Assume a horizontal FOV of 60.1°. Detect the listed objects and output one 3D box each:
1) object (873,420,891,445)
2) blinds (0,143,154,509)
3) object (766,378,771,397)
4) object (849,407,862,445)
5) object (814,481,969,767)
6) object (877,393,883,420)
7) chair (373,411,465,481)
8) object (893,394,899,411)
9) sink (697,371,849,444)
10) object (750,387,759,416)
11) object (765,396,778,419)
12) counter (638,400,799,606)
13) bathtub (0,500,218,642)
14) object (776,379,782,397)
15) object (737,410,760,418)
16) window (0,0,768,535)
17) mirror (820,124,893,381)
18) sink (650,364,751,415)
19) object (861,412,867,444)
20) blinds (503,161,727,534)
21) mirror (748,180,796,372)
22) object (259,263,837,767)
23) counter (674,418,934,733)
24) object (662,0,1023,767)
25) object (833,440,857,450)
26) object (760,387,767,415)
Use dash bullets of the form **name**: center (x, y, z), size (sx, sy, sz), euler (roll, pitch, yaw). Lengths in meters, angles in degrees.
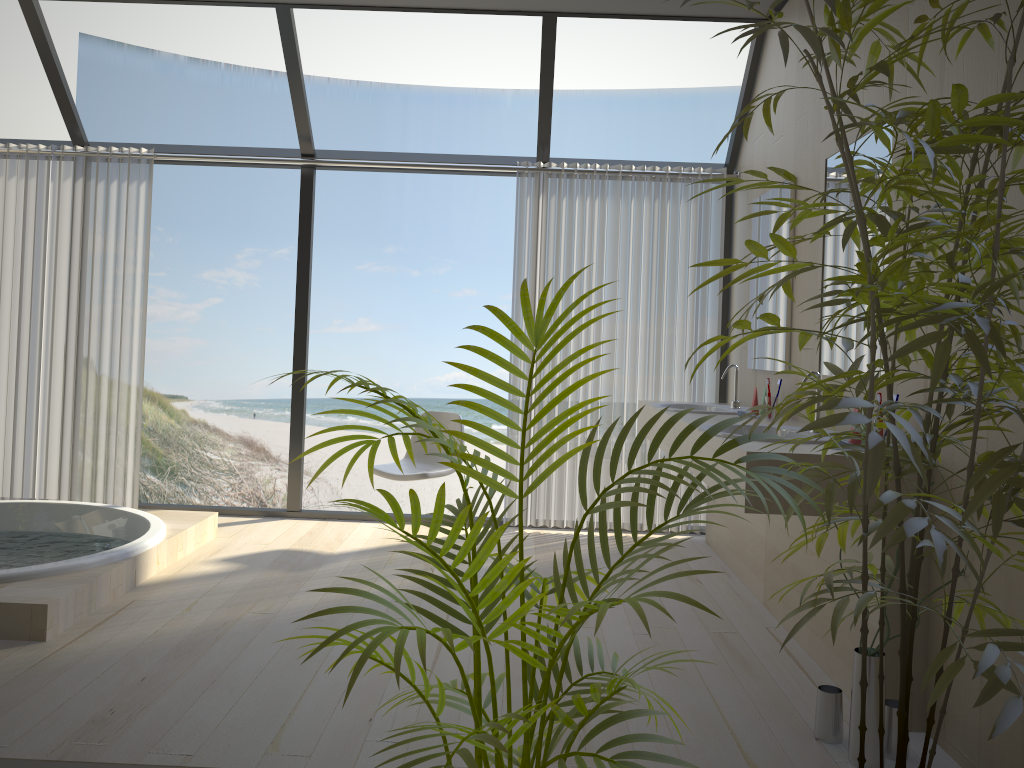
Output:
- **object**: center (1.113, 0.157, 2.660), size (0.058, 0.100, 0.058), euler (2, 0, 11)
- **blinds**: center (-2.670, -0.339, 5.084), size (1.183, 2.072, 0.084), euler (2, -1, 1)
- **object**: center (1.114, 0.063, 3.844), size (0.012, 0.178, 0.050), euler (1, -1, 40)
- **object**: center (1.068, 0.134, 2.750), size (0.039, 0.135, 0.039), euler (2, -1, 42)
- **object**: center (1.042, 0.626, 2.380), size (0.406, 0.749, 0.274), euler (2, -1, -11)
- **object**: center (1.096, 0.115, 2.638), size (0.012, 0.178, 0.050), euler (1, -1, 40)
- **chair**: center (-0.481, 0.329, 4.689), size (0.369, 0.347, 0.454), euler (3, 1, 29)
- **object**: center (1.129, 0.117, 2.653), size (0.054, 0.175, 0.012), euler (2, -1, 26)
- **sink**: center (0.907, 0.158, 3.093), size (0.504, 0.419, 0.574), euler (2, 1, 4)
- **object**: center (1.086, 0.082, 3.956), size (0.039, 0.135, 0.039), euler (3, -1, -41)
- **object**: center (1.132, 0.105, 3.866), size (0.058, 0.100, 0.058), euler (2, 0, 8)
- **counter**: center (0.957, 0.521, 4.325), size (0.550, 0.791, 1.206), euler (2, 1, 1)
- **bathtub**: center (-2.456, 0.739, 3.804), size (1.821, 0.699, 1.648), euler (2, 2, 1)
- **object**: center (1.147, 0.065, 3.859), size (0.054, 0.175, 0.012), euler (2, -1, 26)
- **object**: center (1.039, 0.132, 3.888), size (0.104, 0.029, 0.032), euler (4, 2, 41)
- **window**: center (-1.025, -0.609, 4.870), size (4.560, 2.816, 0.744), euler (2, -1, 1)
- **mirror**: center (1.251, -0.455, 3.218), size (0.023, 0.869, 0.653), euler (2, 0, 1)
- **sink**: center (0.925, 0.106, 4.299), size (0.504, 0.419, 0.574), euler (2, 1, 4)
- **object**: center (1.136, 0.132, 2.841), size (0.039, 0.135, 0.039), euler (2, -1, 42)
- **blinds**: center (0.582, -0.213, 5.032), size (1.183, 2.072, 0.084), euler (2, -1, 1)
- **mirror**: center (1.240, -0.501, 4.254), size (0.023, 0.869, 0.653), euler (2, 0, 1)
- **object**: center (-0.050, 0.405, 1.425), size (0.917, 1.158, 0.750), euler (2, 0, 34)
- **counter**: center (0.939, 0.573, 3.120), size (0.550, 0.791, 1.206), euler (2, 1, 1)
- **object**: center (0.709, 0.145, 1.459), size (0.787, 1.758, 0.934), euler (2, 0, 26)
- **object**: center (1.021, 0.184, 2.682), size (0.104, 0.029, 0.032), euler (4, 2, 41)
- **object**: center (1.154, 0.080, 4.047), size (0.039, 0.135, 0.039), euler (3, -1, -41)
